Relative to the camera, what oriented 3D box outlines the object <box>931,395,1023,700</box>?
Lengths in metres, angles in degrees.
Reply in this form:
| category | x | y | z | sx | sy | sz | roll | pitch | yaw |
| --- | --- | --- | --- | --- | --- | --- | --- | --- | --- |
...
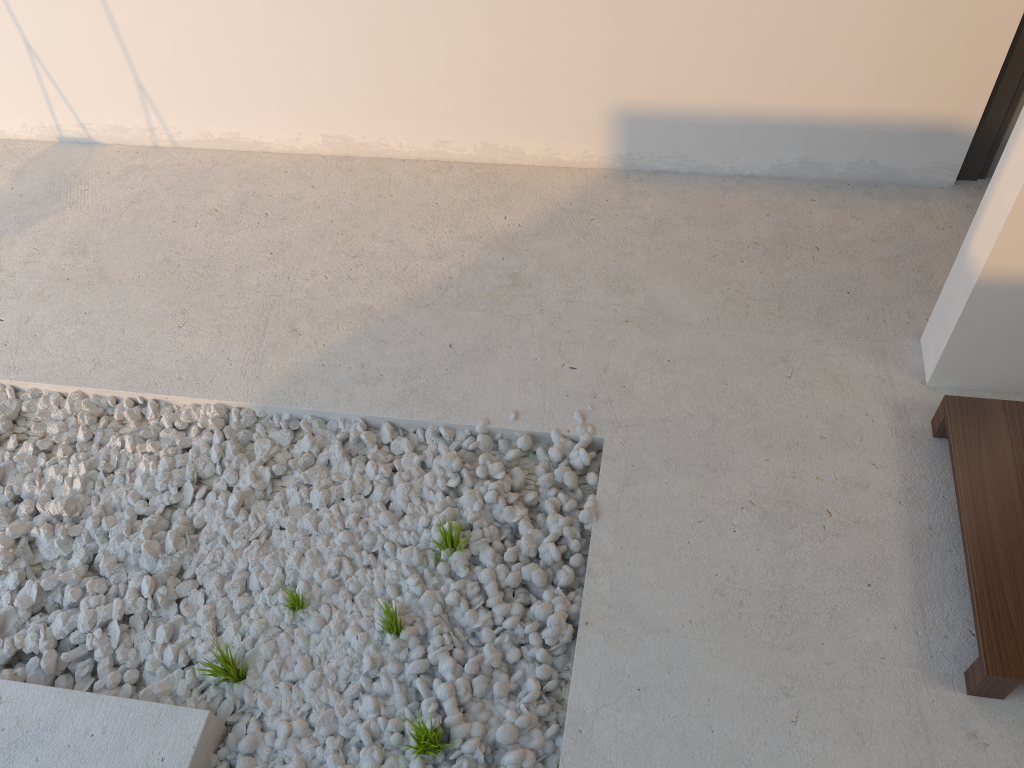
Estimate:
| category | x | y | z | sx | sy | sz | roll | pitch | yaw |
| --- | --- | --- | --- | --- | --- | --- | --- | --- | --- |
| object | 1.132 | 0.337 | 1.889 | 0.349 | 0.106 | 0.673 | 6 | 53 | 9 |
